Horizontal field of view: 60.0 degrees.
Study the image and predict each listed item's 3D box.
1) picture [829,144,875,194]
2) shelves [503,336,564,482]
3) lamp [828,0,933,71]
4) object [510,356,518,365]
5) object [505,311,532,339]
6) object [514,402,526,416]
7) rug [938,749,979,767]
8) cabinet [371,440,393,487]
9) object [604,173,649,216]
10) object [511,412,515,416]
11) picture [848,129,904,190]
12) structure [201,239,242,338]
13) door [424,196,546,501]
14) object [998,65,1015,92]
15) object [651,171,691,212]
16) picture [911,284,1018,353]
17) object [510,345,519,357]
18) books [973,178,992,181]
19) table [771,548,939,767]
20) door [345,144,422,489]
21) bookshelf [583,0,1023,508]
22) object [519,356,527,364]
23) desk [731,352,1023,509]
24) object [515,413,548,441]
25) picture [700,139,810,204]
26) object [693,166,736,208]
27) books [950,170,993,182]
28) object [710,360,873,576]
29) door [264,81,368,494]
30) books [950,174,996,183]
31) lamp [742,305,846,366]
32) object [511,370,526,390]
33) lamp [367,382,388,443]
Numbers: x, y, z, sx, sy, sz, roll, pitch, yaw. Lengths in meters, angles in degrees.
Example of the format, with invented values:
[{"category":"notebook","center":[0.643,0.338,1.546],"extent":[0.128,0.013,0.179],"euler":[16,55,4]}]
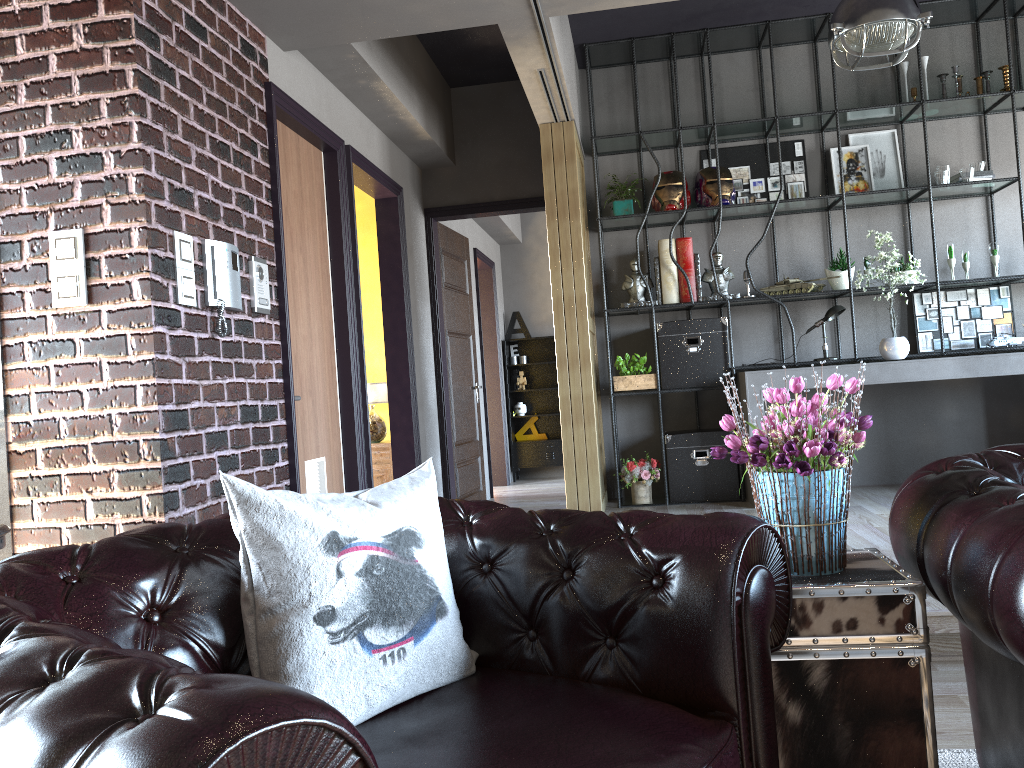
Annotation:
[{"category":"picture","center":[2.439,-1.503,6.354],"extent":[0.267,0.414,0.101],"euler":[-4,-1,8]},{"category":"shelves","center":[0.430,0.283,10.499],"extent":[0.911,1.678,0.353],"euler":[-4,-1,8]},{"category":"lamp","center":[1.924,-2.325,4.866],"extent":[0.534,1.149,0.515],"euler":[-4,-1,-15]},{"category":"object","center":[0.020,-0.277,10.665],"extent":[0.095,0.101,0.095],"euler":[-5,-1,31]},{"category":"object","center":[0.064,-0.702,10.705],"extent":[0.343,0.344,0.057],"euler":[-4,-1,8]},{"category":"object","center":[0.100,0.300,10.538],"extent":[0.139,0.162,0.139],"euler":[-4,-1,-27]},{"category":"rug","center":[1.896,0.942,1.187],"extent":[2.474,0.003,2.254],"euler":[-4,0,8]},{"category":"cabinet","center":[-1.473,0.837,6.564],"extent":[1.432,0.750,0.408],"euler":[-4,-1,8]},{"category":"object","center":[0.796,-1.345,6.415],"extent":[0.324,0.339,0.295],"euler":[-3,-1,-36]},{"category":"object","center":[0.016,0.353,10.468],"extent":[0.031,0.054,0.042],"euler":[-3,-1,-37]},{"category":"picture","center":[2.616,-1.566,6.371],"extent":[0.332,0.515,0.119],"euler":[-4,-1,8]},{"category":"structure","center":[-1.106,-0.359,3.454],"extent":[0.068,0.370,0.279],"euler":[-4,-1,8]},{"category":"door","center":[0.025,-0.151,7.421],"extent":[1.149,2.545,1.128],"euler":[-4,-1,8]},{"category":"object","center":[3.352,-2.055,6.009],"extent":[0.130,0.232,0.130],"euler":[-4,-1,-14]},{"category":"object","center":[1.133,-1.368,6.351],"extent":[0.280,0.327,0.399],"euler":[-4,-1,13]},{"category":"picture","center":[3.197,-0.457,6.269],"extent":[0.665,0.447,0.051],"euler":[-4,-1,8]},{"category":"object","center":[0.031,-0.400,10.708],"extent":[0.107,0.151,0.055],"euler":[-4,-1,8]},{"category":"books","center":[3.193,-1.395,6.183],"extent":[0.166,0.024,0.227],"euler":[-4,0,-13]},{"category":"table","center":[0.718,0.729,2.075],"extent":[0.417,0.609,0.405],"euler":[-4,-1,8]},{"category":"door","center":[-1.302,-0.072,5.720],"extent":[1.098,2.545,1.149],"euler":[-4,-1,8]},{"category":"bookshelf","center":[2.862,-0.920,6.136],"extent":[4.482,3.284,0.526],"euler":[-4,-1,8]},{"category":"object","center":[0.134,-0.285,10.649],"extent":[0.095,0.101,0.095],"euler":[-5,-1,31]},{"category":"desk","center":[2.643,0.287,5.979],"extent":[2.129,0.886,0.845],"euler":[-4,-1,8]},{"category":"object","center":[0.226,0.514,10.666],"extent":[0.393,0.321,0.057],"euler":[-4,-1,8]},{"category":"picture","center":[1.786,-1.516,6.523],"extent":[0.749,0.503,0.058],"euler":[-4,-1,8]},{"category":"object","center":[1.448,-1.390,6.305],"extent":[0.280,0.327,0.399],"euler":[-4,-1,-2]},{"category":"books","center":[3.193,-1.446,6.179],"extent":[0.225,0.029,0.179],"euler":[-4,0,0]},{"category":"object","center":[0.673,0.193,2.089],"extent":[0.349,0.484,0.352],"euler":[-5,-1,39]},{"category":"door","center":[-1.037,-0.099,4.500],"extent":[0.219,2.541,1.002],"euler":[-4,-1,8]},{"category":"books","center":[3.204,-1.420,6.183],"extent":[0.243,0.024,0.175],"euler":[-4,0,4]},{"category":"lamp","center":[1.992,-0.335,6.271],"extent":[0.739,0.371,0.205],"euler":[-4,-1,33]},{"category":"object","center":[0.078,-0.053,10.563],"extent":[0.190,0.254,0.129],"euler":[-4,-1,7]},{"category":"lamp","center":[-1.017,0.518,6.505],"extent":[0.291,1.045,0.441],"euler":[-4,-1,-18]}]
